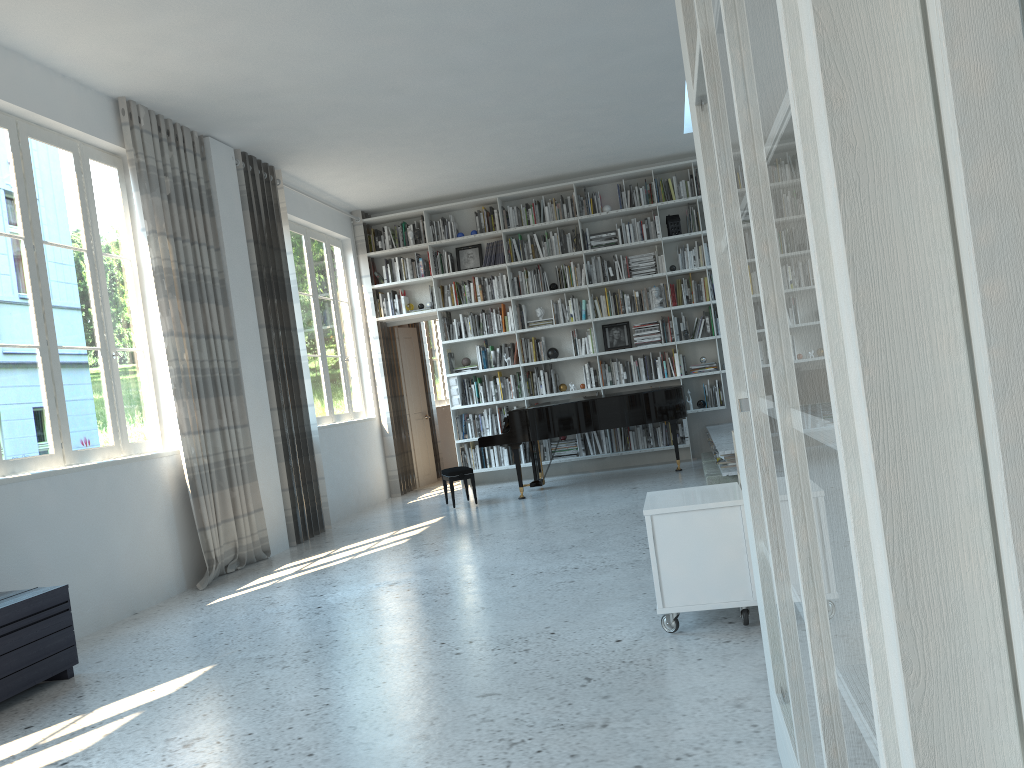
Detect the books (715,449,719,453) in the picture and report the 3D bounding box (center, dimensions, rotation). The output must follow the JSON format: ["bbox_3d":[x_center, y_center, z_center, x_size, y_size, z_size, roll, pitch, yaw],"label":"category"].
[{"bbox_3d":[1.704,0.517,6.970,0.192,0.014,0.256,-8,0,6],"label":"books"}]

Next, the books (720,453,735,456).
[{"bbox_3d":[1.721,0.539,6.968,0.165,0.015,0.243,-8,0,14],"label":"books"}]

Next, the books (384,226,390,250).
[{"bbox_3d":[-1.388,-1.636,10.069,0.028,0.283,0.189,-8,0,10],"label":"books"}]

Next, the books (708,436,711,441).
[{"bbox_3d":[2.106,0.548,9.084,0.191,0.028,0.212,-8,0,14],"label":"books"}]

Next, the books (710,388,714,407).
[{"bbox_3d":[2.119,0.145,9.405,0.013,0.202,0.139,-8,0,10],"label":"books"}]

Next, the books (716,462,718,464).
[{"bbox_3d":[1.776,0.629,7.270,0.191,0.016,0.208,-8,0,15],"label":"books"}]

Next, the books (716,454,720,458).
[{"bbox_3d":[1.776,0.579,7.269,0.191,0.015,0.246,-8,0,11],"label":"books"}]

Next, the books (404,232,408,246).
[{"bbox_3d":[-1.171,-1.618,10.034,0.024,0.187,0.159,-8,0,10],"label":"books"}]

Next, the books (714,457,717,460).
[{"bbox_3d":[1.831,0.629,7.566,0.193,0.005,0.224,-8,0,6],"label":"books"}]

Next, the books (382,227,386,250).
[{"bbox_3d":[-1.429,-1.629,10.079,0.010,0.281,0.160,-8,0,10],"label":"books"}]

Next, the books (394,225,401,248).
[{"bbox_3d":[-1.280,-1.651,10.049,0.039,0.282,0.181,-8,0,10],"label":"books"}]

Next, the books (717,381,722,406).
[{"bbox_3d":[2.197,0.099,9.393,0.015,0.271,0.157,-8,0,10],"label":"books"}]

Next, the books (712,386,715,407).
[{"bbox_3d":[2.132,0.131,9.377,0.026,0.225,0.175,-8,0,10],"label":"books"}]

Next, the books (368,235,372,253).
[{"bbox_3d":[-1.603,-1.574,10.102,0.014,0.219,0.188,-8,0,10],"label":"books"}]

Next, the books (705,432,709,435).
[{"bbox_3d":[2.153,0.509,9.372,0.191,0.013,0.243,-8,0,6],"label":"books"}]

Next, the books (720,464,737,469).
[{"bbox_3d":[1.729,0.633,6.969,0.184,0.017,0.230,-8,0,12],"label":"books"}]

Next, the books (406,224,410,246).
[{"bbox_3d":[-1.158,-1.664,10.037,0.013,0.275,0.158,-8,0,10],"label":"books"}]

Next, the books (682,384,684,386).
[{"bbox_3d":[1.847,0.141,9.490,0.012,0.285,0.159,-8,0,10],"label":"books"}]

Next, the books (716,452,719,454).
[{"bbox_3d":[1.774,0.554,7.268,0.168,0.013,0.281,-8,0,5],"label":"books"}]

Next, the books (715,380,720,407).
[{"bbox_3d":[2.174,0.095,9.375,0.021,0.285,0.172,-8,0,10],"label":"books"}]

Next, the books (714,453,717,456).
[{"bbox_3d":[1.831,0.590,7.565,0.189,0.013,0.215,-8,0,8],"label":"books"}]

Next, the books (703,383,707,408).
[{"bbox_3d":[2.047,0.123,9.409,0.005,0.264,0.162,-8,0,10],"label":"books"}]

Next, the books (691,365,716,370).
[{"bbox_3d":[2.043,-0.174,9.441,0.254,0.012,0.161,-8,0,16],"label":"books"}]

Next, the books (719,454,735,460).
[{"bbox_3d":[1.724,0.560,6.968,0.156,0.027,0.287,-8,0,5],"label":"books"}]

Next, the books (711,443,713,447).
[{"bbox_3d":[2.062,0.594,8.780,0.177,0.026,0.230,-8,0,13],"label":"books"}]

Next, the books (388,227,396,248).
[{"bbox_3d":[-1.329,-1.634,10.043,0.057,0.262,0.190,-8,0,10],"label":"books"}]

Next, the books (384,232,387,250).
[{"bbox_3d":[-1.408,-1.605,10.084,0.024,0.227,0.157,-8,0,10],"label":"books"}]

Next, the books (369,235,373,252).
[{"bbox_3d":[-1.582,-1.581,10.120,0.024,0.228,0.129,-8,0,10],"label":"books"}]

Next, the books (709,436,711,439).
[{"bbox_3d":[2.052,0.521,8.780,0.180,0.015,0.294,-8,0,8],"label":"books"}]

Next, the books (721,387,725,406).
[{"bbox_3d":[2.226,0.128,9.387,0.012,0.206,0.160,-8,0,10],"label":"books"}]

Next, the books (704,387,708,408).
[{"bbox_3d":[2.059,0.139,9.416,0.012,0.229,0.129,-8,0,10],"label":"books"}]

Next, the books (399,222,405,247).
[{"bbox_3d":[-1.226,-1.669,10.043,0.014,0.304,0.145,-8,0,10],"label":"books"}]

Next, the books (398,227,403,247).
[{"bbox_3d":[-1.241,-1.644,10.061,0.030,0.257,0.130,-8,0,10],"label":"books"}]

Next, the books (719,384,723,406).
[{"bbox_3d":[2.210,0.116,9.377,0.013,0.233,0.149,-8,0,10],"label":"books"}]

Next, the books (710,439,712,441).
[{"bbox_3d":[1.990,0.520,8.474,0.182,0.016,0.198,-8,0,15],"label":"books"}]

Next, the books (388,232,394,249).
[{"bbox_3d":[-1.357,-1.602,10.055,0.030,0.206,0.175,-8,0,10],"label":"books"}]

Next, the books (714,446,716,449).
[{"bbox_3d":[1.892,0.565,7.864,0.160,0.025,0.244,-8,0,5],"label":"books"}]

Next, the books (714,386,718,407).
[{"bbox_3d":[2.153,0.128,9.390,0.012,0.225,0.149,-8,0,10],"label":"books"}]

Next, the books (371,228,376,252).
[{"bbox_3d":[-1.548,-1.615,10.093,0.014,0.286,0.175,-8,0,10],"label":"books"}]

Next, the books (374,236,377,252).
[{"bbox_3d":[-1.523,-1.573,10.093,0.024,0.195,0.167,-8,0,10],"label":"books"}]

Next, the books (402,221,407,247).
[{"bbox_3d":[-1.204,-1.678,10.049,0.029,0.314,0.129,-8,0,10],"label":"books"}]

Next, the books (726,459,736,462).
[{"bbox_3d":[1.747,0.580,6.964,0.137,0.019,0.224,-8,0,11],"label":"books"}]

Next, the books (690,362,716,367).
[{"bbox_3d":[2.036,-0.210,9.432,0.254,0.012,0.160,-8,0,20],"label":"books"}]

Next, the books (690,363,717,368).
[{"bbox_3d":[2.039,-0.198,9.439,0.285,0.012,0.159,-8,0,15],"label":"books"}]

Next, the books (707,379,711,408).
[{"bbox_3d":[2.090,0.099,9.410,0.032,0.300,0.149,-8,0,10],"label":"books"}]

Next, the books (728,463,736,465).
[{"bbox_3d":[1.756,0.613,6.964,0.132,0.014,0.205,-8,0,10],"label":"books"}]

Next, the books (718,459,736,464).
[{"bbox_3d":[1.718,0.602,6.970,0.187,0.017,0.205,-8,0,15],"label":"books"}]

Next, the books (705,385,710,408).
[{"bbox_3d":[2.068,0.130,9.396,0.014,0.246,0.176,-8,0,10],"label":"books"}]

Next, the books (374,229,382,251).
[{"bbox_3d":[-1.505,-1.613,10.083,0.025,0.269,0.177,-8,0,10],"label":"books"}]

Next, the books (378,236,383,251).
[{"bbox_3d":[-1.473,-1.576,10.079,0.028,0.186,0.182,-8,0,10],"label":"books"}]

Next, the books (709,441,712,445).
[{"bbox_3d":[2.119,0.588,9.083,0.189,0.030,0.237,-8,0,10],"label":"books"}]

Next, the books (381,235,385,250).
[{"bbox_3d":[-1.441,-1.585,10.098,0.031,0.195,0.145,-8,0,10],"label":"books"}]

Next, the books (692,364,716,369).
[{"bbox_3d":[2.039,-0.186,9.430,0.254,0.012,0.161,-8,0,11],"label":"books"}]

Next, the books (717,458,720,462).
[{"bbox_3d":[1.777,0.609,7.269,0.191,0.006,0.275,-8,0,12],"label":"books"}]

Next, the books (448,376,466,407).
[{"bbox_3d":[-0.613,0.081,9.947,0.106,0.340,0.307,-8,0,10],"label":"books"}]

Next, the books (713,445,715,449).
[{"bbox_3d":[1.946,0.568,8.169,0.182,0.013,0.287,-8,0,11],"label":"books"}]

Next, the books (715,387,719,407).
[{"bbox_3d":[2.162,0.133,9.371,0.011,0.212,0.178,-8,0,10],"label":"books"}]

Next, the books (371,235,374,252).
[{"bbox_3d":[-1.560,-1.582,10.106,0.023,0.223,0.150,-8,0,10],"label":"books"}]
